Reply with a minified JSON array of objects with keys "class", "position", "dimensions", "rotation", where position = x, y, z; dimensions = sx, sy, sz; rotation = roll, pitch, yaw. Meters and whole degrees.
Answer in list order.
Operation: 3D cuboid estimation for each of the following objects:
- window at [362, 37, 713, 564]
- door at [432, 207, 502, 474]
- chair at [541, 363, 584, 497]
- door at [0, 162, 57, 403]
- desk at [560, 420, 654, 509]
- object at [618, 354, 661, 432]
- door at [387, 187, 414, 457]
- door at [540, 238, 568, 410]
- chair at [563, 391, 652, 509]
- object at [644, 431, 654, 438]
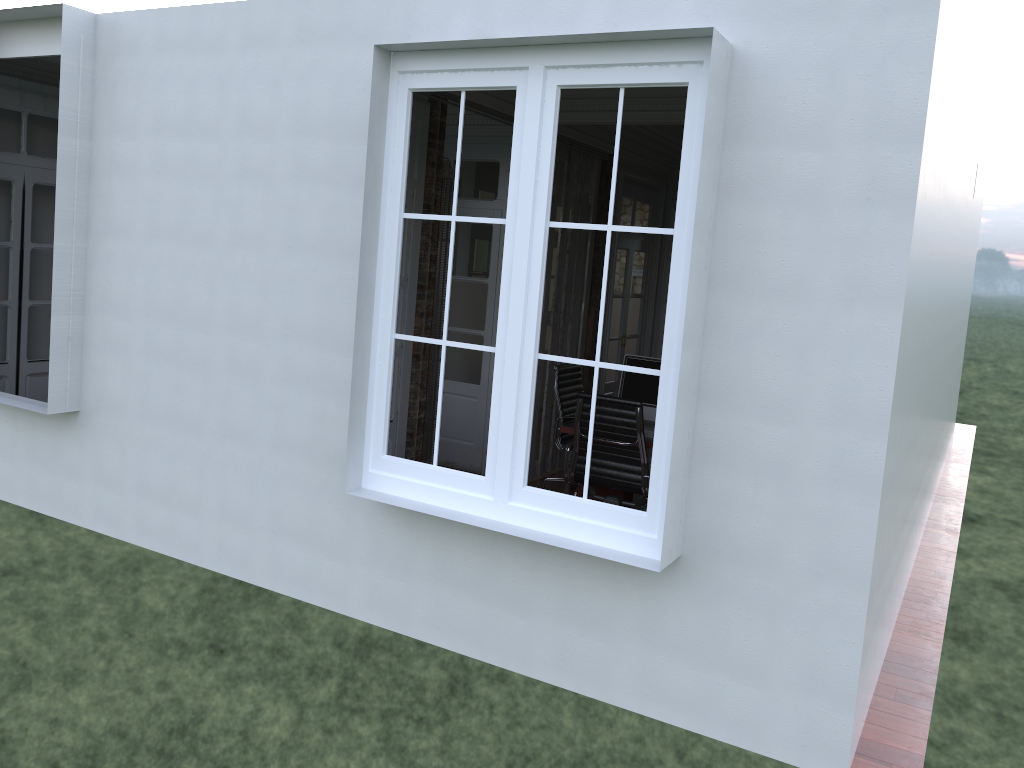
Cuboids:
[{"class":"window","position":[0.055,-0.401,3.739],"dimensions":[1.532,1.975,0.127],"rotation":[8,6,28]},{"class":"door","position":[-0.608,-0.404,7.494],"dimensions":[1.061,2.169,0.041],"rotation":[8,6,28]},{"class":"chair","position":[0.622,0.389,6.749],"dimensions":[0.701,1.018,0.667],"rotation":[7,6,23]},{"class":"door","position":[-3.679,-0.529,6.598],"dimensions":[0.041,2.171,1.163],"rotation":[7,6,28]},{"class":"desk","position":[1.458,0.618,6.634],"dimensions":[1.304,0.724,2.514],"rotation":[9,9,28]},{"class":"object","position":[0.956,0.069,5.914],"dimensions":[0.485,0.483,0.190],"rotation":[8,6,28]},{"class":"door","position":[-0.962,-0.095,5.126],"dimensions":[0.041,2.171,1.163],"rotation":[7,6,28]},{"class":"door","position":[0.578,-0.746,10.940],"dimensions":[0.041,2.076,1.079],"rotation":[7,6,28]},{"class":"chair","position":[0.656,0.549,5.641],"dimensions":[0.668,1.018,0.700],"rotation":[8,7,32]},{"class":"object","position":[0.808,0.314,5.751],"dimensions":[0.440,0.017,0.119],"rotation":[9,9,28]}]
